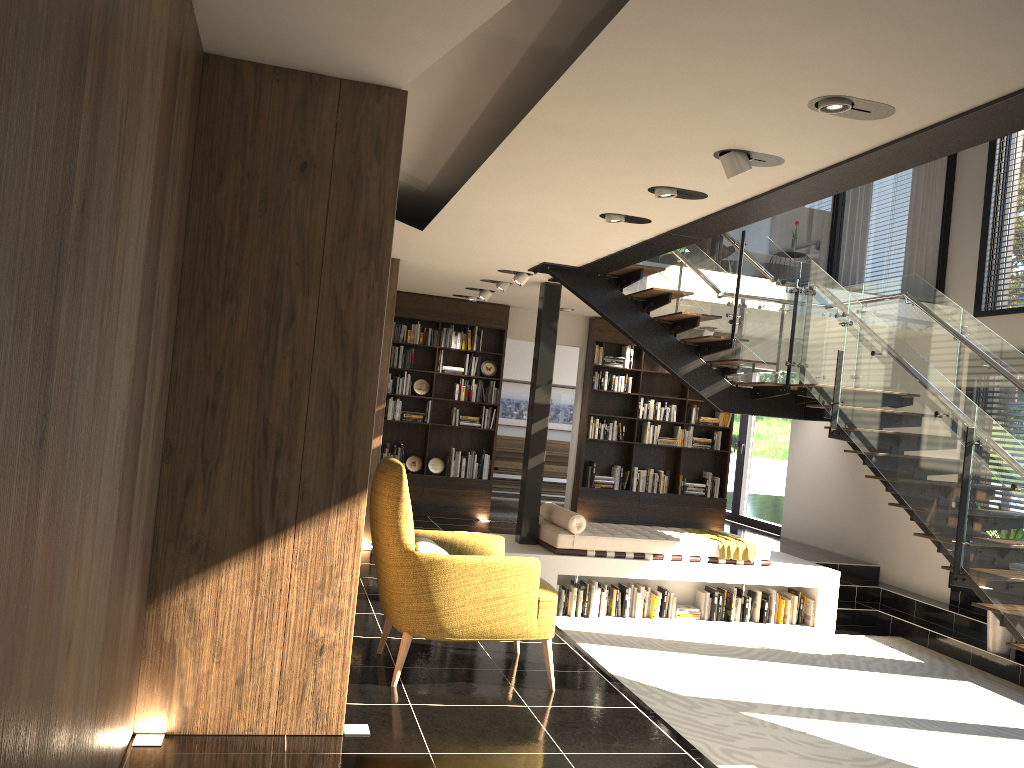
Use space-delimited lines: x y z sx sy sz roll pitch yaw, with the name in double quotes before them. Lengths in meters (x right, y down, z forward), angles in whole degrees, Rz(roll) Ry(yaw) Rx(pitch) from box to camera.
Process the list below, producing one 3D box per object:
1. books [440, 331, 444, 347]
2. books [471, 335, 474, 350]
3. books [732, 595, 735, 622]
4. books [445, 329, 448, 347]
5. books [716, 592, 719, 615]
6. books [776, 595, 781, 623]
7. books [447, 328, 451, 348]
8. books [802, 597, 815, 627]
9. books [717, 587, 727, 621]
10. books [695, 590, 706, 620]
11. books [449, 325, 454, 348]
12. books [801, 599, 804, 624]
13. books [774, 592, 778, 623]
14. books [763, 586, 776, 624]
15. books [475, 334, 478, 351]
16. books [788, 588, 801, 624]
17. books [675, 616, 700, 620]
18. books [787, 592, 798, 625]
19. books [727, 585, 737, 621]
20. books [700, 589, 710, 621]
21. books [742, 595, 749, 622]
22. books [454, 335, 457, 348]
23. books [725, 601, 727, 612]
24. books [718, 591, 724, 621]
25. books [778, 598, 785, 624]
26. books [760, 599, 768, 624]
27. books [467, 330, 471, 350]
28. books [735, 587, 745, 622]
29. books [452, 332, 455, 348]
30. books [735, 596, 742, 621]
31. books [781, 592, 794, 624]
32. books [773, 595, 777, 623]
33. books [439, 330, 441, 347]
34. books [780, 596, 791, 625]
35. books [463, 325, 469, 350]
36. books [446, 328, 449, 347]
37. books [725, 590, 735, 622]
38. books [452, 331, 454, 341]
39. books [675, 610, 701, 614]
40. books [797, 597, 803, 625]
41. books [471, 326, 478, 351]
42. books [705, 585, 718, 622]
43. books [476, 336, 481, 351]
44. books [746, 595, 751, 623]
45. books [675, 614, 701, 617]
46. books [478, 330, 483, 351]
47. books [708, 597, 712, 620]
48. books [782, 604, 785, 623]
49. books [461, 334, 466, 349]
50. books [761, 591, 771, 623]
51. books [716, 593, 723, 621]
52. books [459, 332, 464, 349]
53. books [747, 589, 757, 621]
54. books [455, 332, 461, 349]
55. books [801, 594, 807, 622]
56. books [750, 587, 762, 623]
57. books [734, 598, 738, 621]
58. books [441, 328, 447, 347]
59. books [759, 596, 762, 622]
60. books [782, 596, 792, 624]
"books" -0.882 -0.555 10.947 0.021 0.204 0.224 6 -1 -14
"books" -0.511 -0.512 11.068 0.021 0.197 0.200 6 -1 -14
"books" 2.172 2.225 8.887 0.027 0.270 0.187 6 -1 -14
"books" -0.830 -0.564 10.952 0.014 0.231 0.280 6 -1 -14
"books" 2.000 2.200 8.865 0.031 0.284 0.176 6 -1 -14
"books" 2.663 2.269 9.012 0.025 0.285 0.164 6 -1 -14
"books" -0.797 -0.565 10.977 0.035 0.241 0.208 6 -1 -14
"books" 3.004 2.316 9.075 0.037 0.264 0.272 6 -1 -14
"books" 2.092 2.199 8.874 0.035 0.305 0.151 6 -1 -14
"books" 1.875 2.198 8.839 0.026 0.263 0.156 6 -1 -14
"books" -0.762 -0.580 10.939 0.011 0.276 0.287 6 -1 -14
"books" 2.926 2.313 9.088 0.019 0.255 0.180 6 -1 -14
"books" 2.641 2.258 9.009 0.021 0.302 0.167 6 -1 -14
"books" 2.600 2.238 8.985 0.028 0.334 0.205 6 -1 -14
"books" -0.472 -0.517 11.104 0.037 0.218 0.144 6 -1 -14
"books" 2.871 2.270 9.072 0.042 0.328 0.205 6 -1 -14
"books" 1.708 2.300 8.788 0.257 0.024 0.167 6 -2 -14
"books" 2.839 2.288 9.049 0.028 0.285 0.210 6 -1 -14
"books" 2.197 2.200 8.914 0.029 0.326 0.153 6 -1 -14
"books" 1.909 2.196 8.820 0.030 0.273 0.168 6 -1 -14
"books" 2.315 2.248 8.913 0.036 0.253 0.178 6 -1 -14
"books" -0.717 -0.521 11.018 0.034 0.171 0.158 6 -1 -14
"books" 2.112 2.220 8.914 0.026 0.270 0.128 6 -1 -14
"books" 2.060 2.214 8.862 0.029 0.268 0.146 6 -1 -14
"books" 2.690 2.290 8.996 0.025 0.249 0.208 6 -1 -14
"books" 2.506 2.281 8.960 0.032 0.229 0.228 6 -1 -14
"books" -0.553 -0.541 11.068 0.064 0.247 0.209 6 -1 -14
"books" 2.281 2.213 8.921 0.033 0.318 0.152 6 -1 -14
"books" -0.746 -0.542 11.014 0.027 0.207 0.203 6 -1 -14
"books" 2.247 2.253 8.917 0.028 0.231 0.158 6 -1 -14
"books" 2.802 2.285 9.059 0.039 0.284 0.199 6 -1 -14
"books" 2.619 2.266 9.000 0.023 0.283 0.175 6 -1 -14
"books" -0.914 -0.562 10.987 0.023 0.213 0.194 6 -1 -14
"books" 2.758 2.299 9.014 0.024 0.246 0.211 6 -1 -14
"books" -0.578 -0.573 11.018 0.015 0.303 0.252 6 -1 -14
"books" -0.816 -0.566 10.951 0.013 0.239 0.255 6 -1 -14
"books" 2.153 2.214 8.860 0.026 0.287 0.204 6 -1 -14
"books" -0.763 -0.548 10.992 0.019 0.216 0.214 6 -1 -14
"books" 1.712 2.252 8.794 0.274 0.025 0.156 6 -2 -18
"books" 2.906 2.301 9.069 0.030 0.273 0.185 6 -1 -14
"books" -0.479 -0.562 11.038 0.017 0.302 0.266 6 -1 -14
"books" 1.975 2.181 8.824 0.043 0.316 0.209 6 -1 -14
"books" -0.437 -0.498 11.086 0.027 0.186 0.220 6 -1 -14
"books" 2.342 2.250 8.920 0.019 0.256 0.186 6 -1 -14
"books" 1.711 2.277 8.789 0.261 0.024 0.167 6 -2 -18
"books" -0.408 -0.534 11.070 0.013 0.262 0.217 6 -1 -14
"books" 1.930 2.222 8.842 0.027 0.226 0.165 6 -1 -14
"books" 2.726 2.311 9.040 0.022 0.216 0.137 6 -1 -14
"books" -0.615 -0.519 11.053 0.029 0.190 0.177 6 -1 -14
"books" 2.563 2.260 9.010 0.027 0.284 0.177 6 -1 -14
"books" 2.035 2.211 8.847 0.029 0.268 0.173 6 -1 -14
"books" -0.649 -0.539 11.047 0.042 0.223 0.163 6 -1 -14
"books" 2.399 2.238 8.965 0.066 0.293 0.142 6 -1 -14
"books" -0.682 -0.537 11.022 0.034 0.211 0.206 6 -1 -14
"books" 2.957 2.300 9.101 0.043 0.287 0.147 6 -1 -14
"books" 2.448 2.233 8.963 0.027 0.312 0.189 6 -1 -14
"books" 2.217 2.253 8.927 0.026 0.226 0.132 6 -1 -14
"books" -0.857 -0.569 10.966 0.033 0.237 0.231 6 -1 -14
"books" 2.470 2.264 8.983 0.030 0.256 0.160 6 -1 -14
"books" 2.778 2.300 9.025 0.021 0.248 0.197 6 -1 -14
